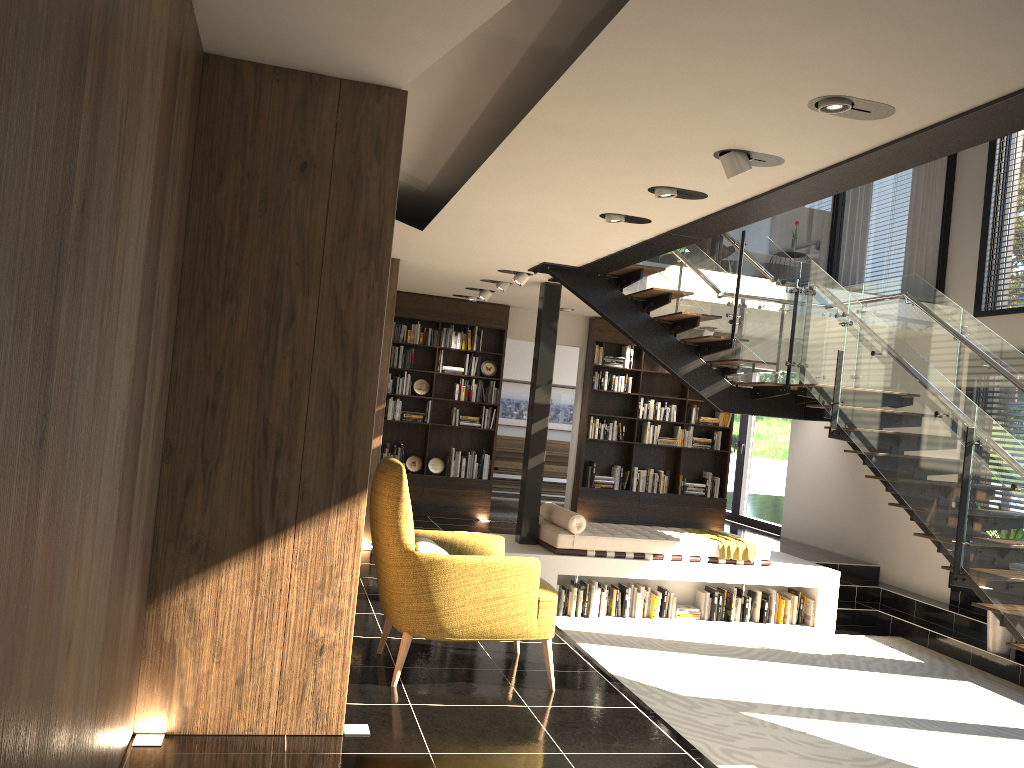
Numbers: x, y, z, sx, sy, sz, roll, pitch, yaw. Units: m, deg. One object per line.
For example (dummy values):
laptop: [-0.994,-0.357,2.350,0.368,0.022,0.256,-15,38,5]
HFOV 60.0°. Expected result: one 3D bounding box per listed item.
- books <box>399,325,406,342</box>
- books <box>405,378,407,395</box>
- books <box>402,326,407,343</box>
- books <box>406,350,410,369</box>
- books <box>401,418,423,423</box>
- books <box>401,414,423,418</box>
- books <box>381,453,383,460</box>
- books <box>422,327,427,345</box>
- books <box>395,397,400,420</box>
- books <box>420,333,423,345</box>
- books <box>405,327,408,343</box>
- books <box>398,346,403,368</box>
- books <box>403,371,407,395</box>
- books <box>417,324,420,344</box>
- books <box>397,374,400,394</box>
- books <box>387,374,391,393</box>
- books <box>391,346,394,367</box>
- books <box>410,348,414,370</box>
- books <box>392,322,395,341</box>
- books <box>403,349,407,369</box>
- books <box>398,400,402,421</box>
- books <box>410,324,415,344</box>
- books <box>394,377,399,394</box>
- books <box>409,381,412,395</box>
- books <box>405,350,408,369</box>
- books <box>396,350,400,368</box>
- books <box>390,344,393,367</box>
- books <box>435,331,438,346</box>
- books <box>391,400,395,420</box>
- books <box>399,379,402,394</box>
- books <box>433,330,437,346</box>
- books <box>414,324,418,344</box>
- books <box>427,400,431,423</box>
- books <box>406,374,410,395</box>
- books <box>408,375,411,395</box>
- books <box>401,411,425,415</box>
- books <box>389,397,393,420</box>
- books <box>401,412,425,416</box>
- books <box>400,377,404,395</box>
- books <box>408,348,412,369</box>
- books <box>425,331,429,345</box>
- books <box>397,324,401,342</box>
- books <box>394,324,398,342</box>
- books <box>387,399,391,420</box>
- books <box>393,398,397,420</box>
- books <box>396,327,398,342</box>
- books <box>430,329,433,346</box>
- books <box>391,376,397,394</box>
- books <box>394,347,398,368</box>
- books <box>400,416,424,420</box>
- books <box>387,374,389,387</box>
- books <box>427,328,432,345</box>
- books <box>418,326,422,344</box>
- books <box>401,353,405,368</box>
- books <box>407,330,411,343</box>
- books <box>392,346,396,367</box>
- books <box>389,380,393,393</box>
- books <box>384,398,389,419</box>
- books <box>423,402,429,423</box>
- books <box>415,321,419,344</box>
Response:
books: [-1.351,-0.611,10.839,0.059,0.216,0.159,6,-1,-14]
books: [-1.310,0.028,10.851,0.018,0.210,0.157,6,-1,-14]
books: [-1.317,-0.605,10.854,0.014,0.212,0.184,6,-1,-14]
books: [-1.280,-0.302,10.854,0.024,0.242,0.144,6,-1,-14]
books: [-1.230,0.445,10.874,0.262,0.032,0.154,6,-2,-12]
books: [-1.226,0.392,10.877,0.244,0.033,0.142,6,-2,-18]
books: [-1.603,0.952,10.794,0.029,0.206,0.166,6,-1,-14]
books: [-1.088,-0.584,10.919,0.030,0.217,0.165,6,-1,-14]
books: [-1.405,0.302,10.819,0.032,0.279,0.133,6,-1,-14]
books: [-1.127,-0.553,10.919,0.040,0.149,0.125,6,-1,-14]
books: [-1.303,-0.599,10.875,0.025,0.203,0.156,6,-1,-14]
books: [-1.366,-0.327,10.815,0.033,0.273,0.189,6,-1,-14]
books: [-1.320,-0.011,10.833,0.018,0.284,0.198,6,-1,-14]
books: [-1.163,-0.606,10.876,0.020,0.245,0.228,6,-1,-14]
books: [-1.394,0.002,10.827,0.020,0.243,0.154,6,-1,-14]
books: [-1.504,-0.007,10.785,0.026,0.237,0.164,6,-1,-14]
books: [-1.466,-0.328,10.800,0.018,0.256,0.172,6,-1,-14]
books: [-1.228,-0.308,10.874,0.035,0.266,0.133,6,-1,-14]
books: [-1.455,-0.631,10.816,0.017,0.234,0.200,6,-1,-14]
books: [-1.321,-0.305,10.851,0.028,0.240,0.148,6,-1,-14]
books: [-1.381,0.318,10.844,0.030,0.253,0.138,6,-1,-14]
books: [-1.226,-0.606,10.848,0.039,0.230,0.205,6,-1,-14]
books: [-1.406,0.019,10.796,0.016,0.205,0.204,6,-1,-14]
books: [-1.252,0.049,10.866,0.015,0.181,0.136,6,-1,-14]
books: [-1.298,-0.297,10.845,0.014,0.230,0.172,6,-1,-14]
books: [-1.399,-0.303,10.821,0.024,0.220,0.123,6,-1,-14]
books: [-1.481,-0.346,10.798,0.015,0.287,0.154,6,-1,-14]
books: [-0.948,-0.557,10.953,0.024,0.194,0.182,6,-1,-14]
books: [-1.464,0.314,10.818,0.032,0.245,0.120,6,-1,-14]
books: [-1.371,0.029,10.820,0.025,0.193,0.172,6,-1,-14]
books: [-0.962,-0.564,10.914,0.023,0.202,0.201,6,-1,-14]
books: [-1.191,-0.607,10.844,0.025,0.239,0.220,6,-1,-14]
books: [-1.027,0.339,10.900,0.018,0.286,0.157,6,-1,-14]
books: [-1.285,0.005,10.845,0.021,0.260,0.197,6,-1,-14]
books: [-1.270,0.015,10.872,0.023,0.244,0.133,6,-1,-14]
books: [-1.217,0.353,10.858,0.292,0.013,0.187,6,-2,-12]
books: [-1.480,0.296,10.787,0.018,0.275,0.144,6,-1,-14]
books: [-1.221,0.367,10.865,0.293,0.016,0.174,6,-2,-16]
books: [-1.351,0.022,10.851,0.027,0.214,0.159,6,-1,-14]
books: [-1.257,-0.309,10.865,0.025,0.263,0.147,6,-1,-14]
books: [-1.053,-0.558,10.893,0.029,0.172,0.187,6,-1,-14]
books: [-1.390,-0.619,10.821,0.026,0.222,0.202,6,-1,-14]
books: [-1.427,-0.620,10.785,0.024,0.216,0.210,6,-1,-14]
books: [-1.500,0.302,10.771,0.026,0.257,0.192,6,-1,-14]
books: [-1.435,0.306,10.819,0.024,0.265,0.148,6,-1,-14]
books: [-1.419,-0.600,10.835,0.020,0.180,0.153,6,-1,-14]
books: [-0.995,-0.572,10.921,0.039,0.212,0.172,6,-1,-14]
books: [-1.447,0.010,10.821,0.053,0.216,0.151,6,-1,-14]
books: [-1.425,-0.323,10.818,0.032,0.255,0.160,6,-1,-14]
books: [-1.228,0.419,10.876,0.266,0.021,0.152,6,-2,-16]
books: [-1.539,-0.009,10.797,0.036,0.235,0.169,6,-1,-14]
books: [-1.029,-0.575,10.919,0.027,0.212,0.180,6,-1,-14]
books: [-1.147,-0.599,10.891,0.020,0.235,0.206,6,-1,-14]
books: [-1.340,-0.281,10.810,0.025,0.188,0.181,6,-1,-14]
books: [-1.269,-0.572,10.855,0.035,0.156,0.186,6,-1,-14]
books: [-1.443,-0.331,10.786,0.019,0.264,0.175,6,-1,-14]
books: [-1.486,0.031,10.803,0.026,0.167,0.173,6,-1,-14]
books: [-1.532,0.297,10.800,0.020,0.264,0.152,6,-1,-14]
books: [-1.059,0.348,10.917,0.032,0.261,0.157,6,-1,-14]
books: [-1.171,-0.624,10.848,0.012,0.278,0.228,6,-1,-14]
